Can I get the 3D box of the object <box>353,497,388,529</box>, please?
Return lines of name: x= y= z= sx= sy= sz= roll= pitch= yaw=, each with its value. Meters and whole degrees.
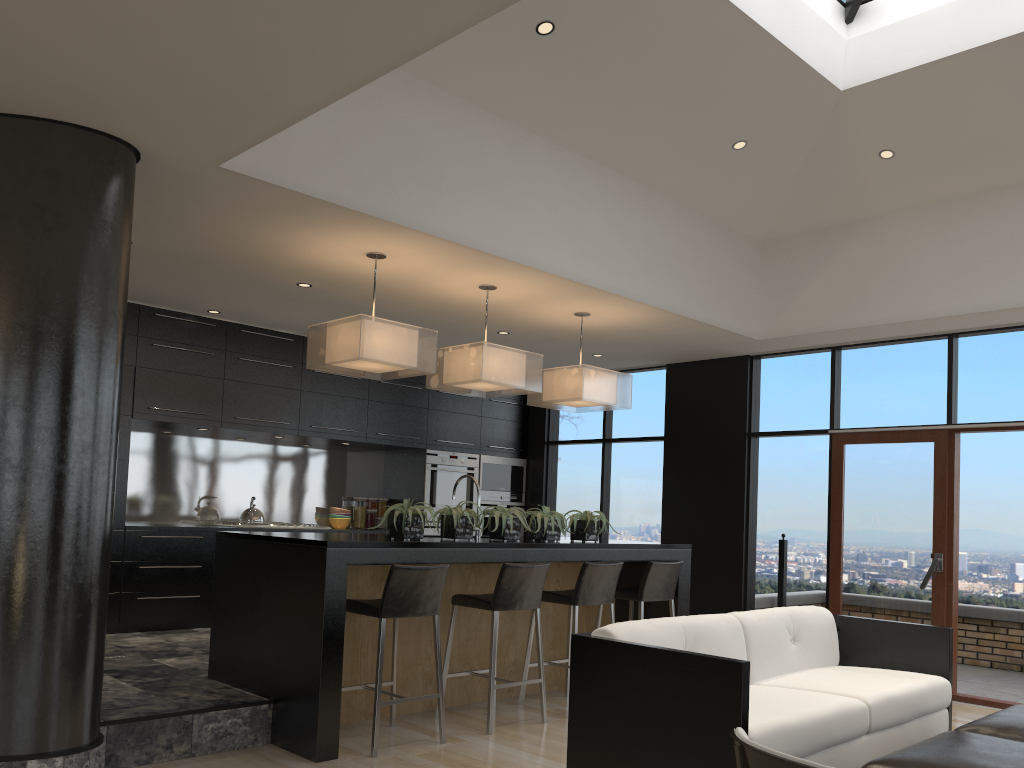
object: x=-1.439 y=1.312 z=8.958 sx=0.368 sy=0.313 sz=0.114 roll=8 pitch=-7 yaw=-44

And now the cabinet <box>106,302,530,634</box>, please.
cabinet: x=-2.120 y=0.853 z=7.944 sx=5.764 sy=2.506 sz=0.729 roll=10 pitch=-8 yaw=-44

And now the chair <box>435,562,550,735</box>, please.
chair: x=-0.089 y=1.534 z=5.278 sx=0.478 sy=0.957 sz=0.520 roll=6 pitch=-6 yaw=-44

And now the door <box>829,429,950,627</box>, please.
door: x=2.897 y=1.354 z=6.864 sx=0.095 sy=1.979 sz=0.899 roll=5 pitch=-5 yaw=-44

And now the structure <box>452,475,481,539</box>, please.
structure: x=-0.414 y=1.129 z=6.023 sx=0.657 sy=1.010 sz=2.794 roll=-2 pitch=-9 yaw=45

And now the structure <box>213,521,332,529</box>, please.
structure: x=-2.142 y=1.282 z=7.924 sx=0.906 sy=0.066 sz=0.522 roll=10 pitch=-12 yaw=-44

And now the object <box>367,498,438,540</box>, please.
object: x=-0.637 y=0.765 z=5.036 sx=0.407 sy=0.237 sz=0.400 roll=5 pitch=-7 yaw=-19

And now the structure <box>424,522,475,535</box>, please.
structure: x=-0.644 y=1.759 z=8.925 sx=0.705 sy=0.702 sz=0.086 roll=8 pitch=-6 yaw=-44

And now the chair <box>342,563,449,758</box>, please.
chair: x=-0.650 y=1.430 z=4.729 sx=0.478 sy=0.957 sz=0.520 roll=6 pitch=-6 yaw=-44

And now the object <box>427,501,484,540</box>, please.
object: x=-0.328 y=0.818 z=5.305 sx=0.398 sy=0.237 sz=0.409 roll=5 pitch=-7 yaw=-19

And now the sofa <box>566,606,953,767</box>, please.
sofa: x=1.249 y=1.487 z=4.071 sx=2.045 sy=0.797 sz=0.840 roll=10 pitch=-9 yaw=-44

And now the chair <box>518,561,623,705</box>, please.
chair: x=0.409 y=1.627 z=5.767 sx=0.478 sy=0.957 sz=0.520 roll=6 pitch=-6 yaw=-44

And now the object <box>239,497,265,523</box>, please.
object: x=-2.260 y=1.096 z=7.701 sx=0.221 sy=0.228 sz=0.222 roll=-2 pitch=-7 yaw=38

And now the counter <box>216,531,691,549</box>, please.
counter: x=-0.205 y=1.034 z=5.817 sx=3.135 sy=0.031 sz=1.183 roll=10 pitch=-12 yaw=-44

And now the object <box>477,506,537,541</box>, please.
object: x=-0.001 y=0.884 z=5.590 sx=0.407 sy=0.215 sz=0.400 roll=5 pitch=-8 yaw=-19

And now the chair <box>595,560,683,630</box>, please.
chair: x=0.890 y=1.716 z=6.237 sx=0.478 sy=0.957 sz=0.520 roll=6 pitch=-6 yaw=-44

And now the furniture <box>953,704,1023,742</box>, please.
furniture: x=2.339 y=1.619 z=3.580 sx=0.833 sy=0.479 sz=0.830 roll=9 pitch=-10 yaw=-44

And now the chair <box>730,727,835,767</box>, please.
chair: x=0.968 y=1.275 z=2.272 sx=0.688 sy=0.670 sz=0.807 roll=8 pitch=-8 yaw=-44

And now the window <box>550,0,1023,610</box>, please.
window: x=0.498 y=-1.111 z=0.230 sx=10.134 sy=4.747 sz=16.022 roll=-2 pitch=-9 yaw=32

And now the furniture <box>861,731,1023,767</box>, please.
furniture: x=1.731 y=1.506 z=2.986 sx=0.833 sy=0.479 sz=0.830 roll=9 pitch=-10 yaw=-44

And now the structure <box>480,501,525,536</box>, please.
structure: x=-0.116 y=1.481 z=9.435 sx=0.682 sy=0.442 sz=0.070 roll=9 pitch=-7 yaw=-44

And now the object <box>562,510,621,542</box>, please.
object: x=0.502 y=0.990 z=6.165 sx=0.398 sy=0.215 sz=0.409 roll=5 pitch=-8 yaw=-19

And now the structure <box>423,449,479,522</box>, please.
structure: x=-0.615 y=1.045 z=8.962 sx=0.705 sy=0.702 sz=0.086 roll=8 pitch=-6 yaw=-44

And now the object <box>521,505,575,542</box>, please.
object: x=0.267 y=0.923 z=5.855 sx=0.407 sy=0.237 sz=0.400 roll=5 pitch=-7 yaw=-19

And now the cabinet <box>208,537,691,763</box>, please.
cabinet: x=-0.226 y=1.565 z=5.789 sx=3.134 sy=1.029 sz=1.182 roll=10 pitch=-10 yaw=-44

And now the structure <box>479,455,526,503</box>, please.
structure: x=-0.097 y=1.020 z=9.459 sx=0.680 sy=0.470 sz=0.026 roll=9 pitch=-7 yaw=-44

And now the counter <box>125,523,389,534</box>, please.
counter: x=-2.156 y=1.306 z=7.937 sx=2.879 sy=0.033 sz=0.732 roll=11 pitch=-12 yaw=-44

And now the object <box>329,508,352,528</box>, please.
object: x=-1.692 y=1.319 z=8.676 sx=0.206 sy=0.204 sz=0.185 roll=8 pitch=-8 yaw=-43
